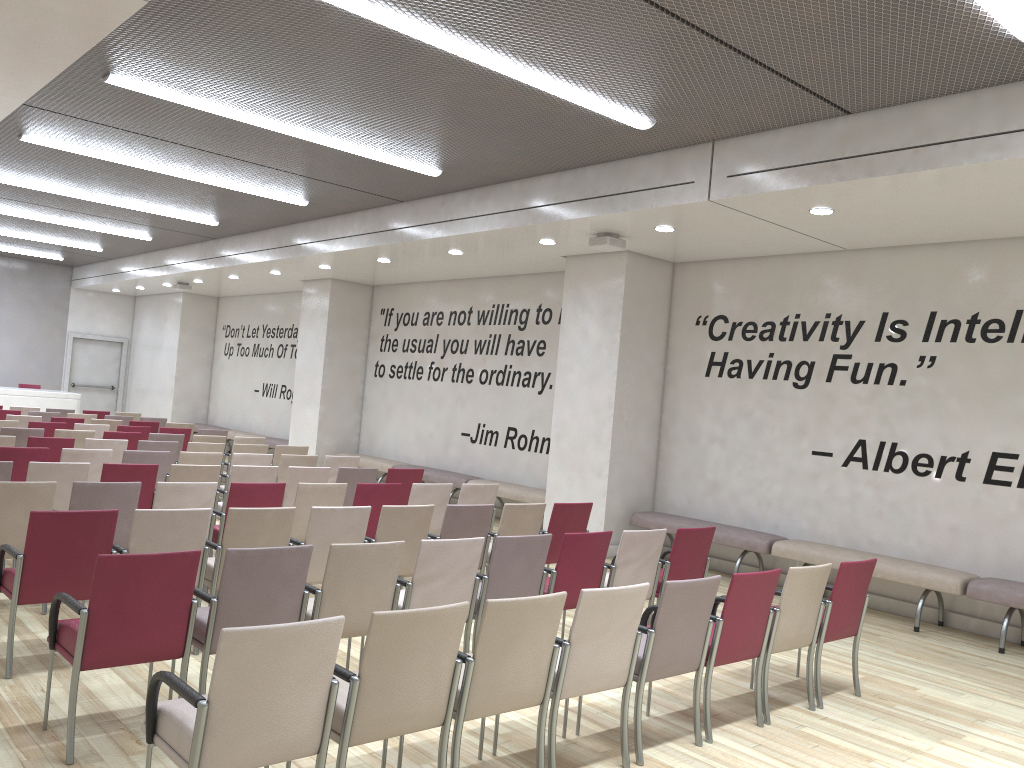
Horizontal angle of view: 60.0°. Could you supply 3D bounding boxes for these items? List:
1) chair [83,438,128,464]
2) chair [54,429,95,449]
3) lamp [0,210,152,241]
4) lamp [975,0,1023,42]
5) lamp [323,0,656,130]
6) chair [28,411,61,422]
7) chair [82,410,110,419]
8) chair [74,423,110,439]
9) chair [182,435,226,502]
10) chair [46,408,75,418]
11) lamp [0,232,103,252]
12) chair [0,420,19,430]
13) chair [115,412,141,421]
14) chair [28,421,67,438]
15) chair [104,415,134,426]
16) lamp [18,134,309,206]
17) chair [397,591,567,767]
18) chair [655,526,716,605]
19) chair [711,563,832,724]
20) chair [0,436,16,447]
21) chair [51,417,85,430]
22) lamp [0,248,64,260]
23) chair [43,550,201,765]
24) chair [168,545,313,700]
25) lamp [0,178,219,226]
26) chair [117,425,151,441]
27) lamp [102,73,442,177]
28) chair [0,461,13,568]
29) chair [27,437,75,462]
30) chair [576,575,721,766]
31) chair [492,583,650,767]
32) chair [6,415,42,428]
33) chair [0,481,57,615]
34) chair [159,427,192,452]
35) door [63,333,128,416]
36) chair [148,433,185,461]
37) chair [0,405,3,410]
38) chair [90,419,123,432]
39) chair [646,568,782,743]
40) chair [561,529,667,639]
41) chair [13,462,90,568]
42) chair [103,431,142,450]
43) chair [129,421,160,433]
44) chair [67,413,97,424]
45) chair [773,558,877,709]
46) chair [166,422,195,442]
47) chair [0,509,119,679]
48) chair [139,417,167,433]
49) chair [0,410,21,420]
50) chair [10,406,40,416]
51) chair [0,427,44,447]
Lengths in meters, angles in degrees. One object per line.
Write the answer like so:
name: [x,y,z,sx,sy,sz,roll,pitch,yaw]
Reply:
chair: [-4.603,1.026,9.783,0.513,0.890,0.640,6,-1,-42]
chair: [-5.391,0.975,10.703,0.513,0.890,0.640,6,-1,-41]
lamp: [-7.657,-2.695,14.660,3.304,0.045,0.198,6,-1,-41]
lamp: [1.729,-2.081,3.916,3.304,0.045,0.198,6,-1,-41]
lamp: [-0.154,-2.204,6.071,3.304,0.045,0.198,6,-1,-41]
chair: [-7.408,0.859,13.845,0.513,0.890,0.640,6,-1,-41]
chair: [-7.390,0.892,15.498,0.513,0.890,0.640,6,-1,-42]
chair: [-5.802,0.963,11.993,0.513,0.890,0.640,6,-1,-41]
chair: [-4.170,1.102,11.784,0.513,0.890,0.640,6,-1,-42]
chair: [-7.812,0.848,15.125,0.513,0.890,0.640,6,-1,-40]
lamp: [-9.501,-2.815,16.772,3.304,0.045,0.198,6,-1,-41]
chair: [-6.624,0.878,11.268,0.513,0.890,0.640,6,-1,-41]
chair: [-6.988,0.933,15.845,0.513,0.890,0.640,6,-1,-41]
chair: [-6.213,0.921,11.642,0.513,0.890,0.640,6,-1,-42]
chair: [-6.582,0.944,14.568,0.513,0.890,0.640,6,-1,-41]
lamp: [-3.909,-2.449,10.369,3.304,0.045,0.198,6,-1,-41]
chair: [-0.160,1.301,3.862,0.513,0.890,0.640,6,-1,-41]
chair: [1.106,1.463,6.600,0.513,0.890,0.640,6,-1,-42]
chair: [1.499,1.473,5.317,0.513,0.890,0.640,6,-1,-41]
chair: [-5.422,0.941,9.049,0.513,0.890,0.640,6,-1,-41]
chair: [-6.595,0.912,12.921,0.513,0.890,0.640,6,-1,-42]
lamp: [-11.376,-2.938,18.918,3.304,0.045,0.198,6,-1,-41]
chair: [-1.800,1.162,4.068,0.513,0.890,0.640,6,-1,-42]
chair: [-1.376,1.206,4.441,0.513,0.890,0.640,6,-1,-41]
lamp: [-5.762,-2.571,12.492,3.304,0.045,0.198,6,-1,-41]
chair: [-5.389,1.006,12.345,0.513,0.890,0.640,6,-1,-41]
lamp: [-2.027,-2.326,8.215,3.304,0.045,0.198,6,-1,-41]
chair: [-4.215,1.004,6.851,0.513,0.890,0.640,6,-1,-42]
chair: [-5.003,0.984,9.415,0.513,0.890,0.640,6,-1,-41]
chair: [0.670,1.387,4.582,0.513,0.890,0.640,6,-1,-42]
chair: [0.250,1.343,4.224,0.513,0.890,0.640,6,-1,-40]
chair: [-7.012,0.869,12.555,0.513,0.890,0.640,6,-1,-41]
chair: [-3.397,1.058,5.923,0.513,0.890,0.640,6,-1,-40]
chair: [-4.970,1.050,12.726,0.513,0.890,0.640,6,-1,-41]
door: [-10.453,-0.007,22.155,1.400,2.400,0.200,6,-1,-41]
chair: [-4.588,1.058,11.427,0.513,0.890,0.640,6,-1,-41]
chair: [-8.633,0.763,14.411,0.513,0.890,0.640,6,-1,-42]
chair: [-6.200,0.953,13.281,0.513,0.890,0.640,6,-1,-42]
chair: [1.089,1.430,4.955,0.513,0.890,0.640,6,-1,-41]
chair: [0.683,1.419,6.234,0.513,0.890,0.640,6,-1,-41]
chair: [-3.790,1.048,7.206,0.513,0.890,0.640,6,-1,-41]
chair: [-4.997,1.016,11.076,0.513,0.890,0.640,6,-1,-42]
chair: [-5.792,0.996,13.642,0.513,0.890,0.640,6,-1,-41]
chair: [-7.010,0.900,14.210,0.513,0.890,0.640,6,-1,-42]
chair: [1.913,1.516,5.675,0.513,0.890,0.640,6,-1,-42]
chair: [-5.379,1.038,14.002,0.513,0.890,0.640,6,-1,-42]
chair: [-2.586,1.111,4.997,0.513,0.890,0.640,6,-1,-42]
chair: [-6.170,0.987,14.928,0.513,0.890,0.640,6,-1,-41]
chair: [-7.828,0.815,13.496,0.513,0.890,0.640,6,-1,-41]
chair: [-8.219,0.806,14.779,0.513,0.890,0.640,6,-1,-41]
chair: [-5.809,0.931,10.339,0.513,0.890,0.640,6,-1,-41]
